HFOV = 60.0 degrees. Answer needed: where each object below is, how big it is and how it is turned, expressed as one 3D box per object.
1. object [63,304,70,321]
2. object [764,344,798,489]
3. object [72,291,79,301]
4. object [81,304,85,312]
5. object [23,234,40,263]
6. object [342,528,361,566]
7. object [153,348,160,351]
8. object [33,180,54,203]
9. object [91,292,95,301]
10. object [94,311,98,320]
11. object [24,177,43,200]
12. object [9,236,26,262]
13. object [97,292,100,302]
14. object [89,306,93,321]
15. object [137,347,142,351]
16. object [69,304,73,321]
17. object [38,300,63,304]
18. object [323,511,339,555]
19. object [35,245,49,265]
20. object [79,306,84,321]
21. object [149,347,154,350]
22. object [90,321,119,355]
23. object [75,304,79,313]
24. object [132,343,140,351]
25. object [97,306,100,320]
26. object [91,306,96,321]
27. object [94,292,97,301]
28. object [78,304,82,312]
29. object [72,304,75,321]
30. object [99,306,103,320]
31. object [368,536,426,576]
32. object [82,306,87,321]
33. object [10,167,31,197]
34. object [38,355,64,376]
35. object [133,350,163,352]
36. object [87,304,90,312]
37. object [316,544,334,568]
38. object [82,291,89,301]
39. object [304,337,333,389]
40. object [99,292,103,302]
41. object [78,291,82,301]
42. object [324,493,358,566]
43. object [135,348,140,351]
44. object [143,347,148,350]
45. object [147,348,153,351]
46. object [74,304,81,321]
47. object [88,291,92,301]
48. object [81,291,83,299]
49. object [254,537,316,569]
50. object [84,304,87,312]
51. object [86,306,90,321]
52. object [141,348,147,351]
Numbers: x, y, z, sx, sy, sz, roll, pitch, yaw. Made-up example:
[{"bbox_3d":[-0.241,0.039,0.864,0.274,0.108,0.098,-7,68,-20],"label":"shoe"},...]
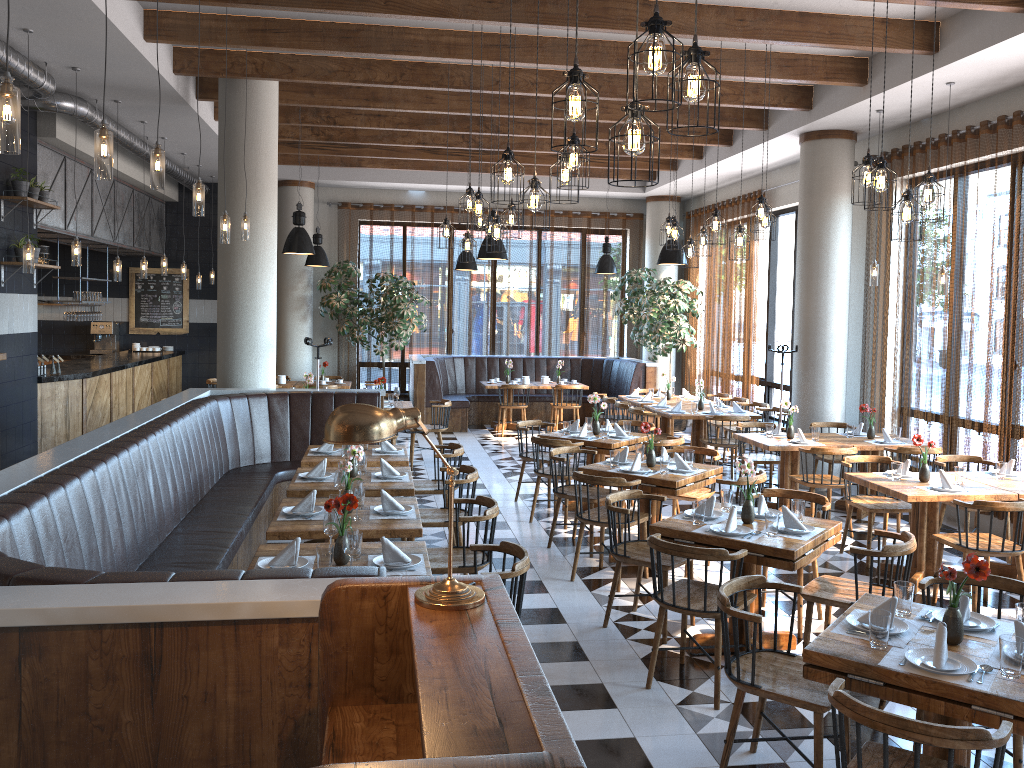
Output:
[{"bbox_3d":[-5.726,-0.917,11.393,0.081,0.215,0.081,0,3,-17],"label":"object"},{"bbox_3d":[3.051,0.381,10.060,0.374,1.655,0.375,0,3,-26],"label":"object"},{"bbox_3d":[-5.760,-1.161,11.698,0.080,0.132,0.080,2,3,21],"label":"object"},{"bbox_3d":[-5.815,-0.968,11.979,0.081,0.215,0.081,0,3,-17],"label":"object"},{"bbox_3d":[-4.874,-1.371,8.992,0.172,0.300,0.235,0,3,-19],"label":"object"},{"bbox_3d":[-0.731,0.772,4.036,0.081,0.215,0.081,0,3,-17],"label":"object"},{"bbox_3d":[-5.927,-0.568,14.761,0.079,0.066,0.099,1,4,3],"label":"object"},{"bbox_3d":[-4.902,-2.005,9.232,0.173,0.268,0.189,2,3,9],"label":"object"},{"bbox_3d":[-5.673,-1.181,11.949,0.080,0.132,0.080,2,3,21],"label":"object"},{"bbox_3d":[-5.701,-0.977,12.109,0.081,0.215,0.081,0,3,-17],"label":"object"},{"bbox_3d":[-4.861,-1.981,8.963,0.173,0.268,0.189,2,3,9],"label":"object"},{"bbox_3d":[-4.832,-1.330,8.717,0.173,0.268,0.189,2,3,9],"label":"object"},{"bbox_3d":[-5.709,-1.201,12.182,0.080,0.132,0.080,2,3,21],"label":"object"},{"bbox_3d":[-5.666,-0.957,11.882,0.081,0.215,0.081,0,3,-17],"label":"object"},{"bbox_3d":[-6.233,-0.580,14.824,0.079,0.066,0.099,1,4,3],"label":"object"},{"bbox_3d":[-5.744,-0.927,11.510,0.081,0.215,0.081,0,3,-17],"label":"object"},{"bbox_3d":[-7.723,-1.379,14.870,0.351,0.060,0.233,1,5,4],"label":"object"},{"bbox_3d":[-0.893,0.740,4.374,0.081,0.215,0.081,2,3,22],"label":"object"},{"bbox_3d":[-4.923,-1.344,9.273,0.143,0.200,0.142,0,3,-18],"label":"object"},{"bbox_3d":[-5.613,-0.926,11.530,0.081,0.215,0.081,0,3,-17],"label":"object"},{"bbox_3d":[-6.040,-0.579,14.853,0.079,0.066,0.099,1,4,3],"label":"object"},{"bbox_3d":[-6.850,-0.779,14.858,0.355,0.568,0.551,1,4,-9],"label":"object"},{"bbox_3d":[-5.780,-0.948,11.745,0.081,0.215,0.081,0,3,-17],"label":"object"},{"bbox_3d":[-6.370,-0.629,15.020,0.130,0.128,0.130,4,5,37],"label":"object"},{"bbox_3d":[-5.716,-0.986,12.211,0.081,0.215,0.081,0,3,-17],"label":"object"},{"bbox_3d":[-5.684,-0.967,11.999,0.081,0.215,0.081,0,3,-17],"label":"object"},{"bbox_3d":[-5.691,-1.191,12.065,0.080,0.132,0.080,2,3,21],"label":"object"},{"bbox_3d":[-5.798,-0.958,11.862,0.081,0.215,0.081,0,3,-17],"label":"object"},{"bbox_3d":[-5.762,-0.937,11.628,0.081,0.215,0.081,0,3,-17],"label":"object"},{"bbox_3d":[-5.732,-0.995,12.316,0.081,0.215,0.081,0,3,-17],"label":"object"},{"bbox_3d":[-0.552,0.797,4.242,0.272,0.137,0.353,1,5,-9],"label":"object"},{"bbox_3d":[-5.631,-0.936,11.648,0.081,0.215,0.081,0,3,-17],"label":"object"},{"bbox_3d":[-4.820,-1.974,8.694,0.172,0.300,0.235,0,3,-19],"label":"object"},{"bbox_3d":[-5.321,-0.212,9.893,0.421,0.203,0.600,0,5,-9],"label":"object"},{"bbox_3d":[-6.081,-0.549,14.784,0.437,0.018,0.273,0,5,-9],"label":"object"},{"bbox_3d":[-5.847,-0.987,12.191,0.081,0.215,0.081,0,3,-17],"label":"object"},{"bbox_3d":[-0.857,0.809,4.061,0.080,0.132,0.080,1,3,-9],"label":"object"},{"bbox_3d":[-5.638,-1.160,11.716,0.080,0.132,0.080,2,3,21],"label":"object"},{"bbox_3d":[-2.059,0.336,9.376,0.374,1.655,0.375,0,3,-31],"label":"object"},{"bbox_3d":[-5.726,-1.211,12.298,0.080,0.132,0.080,2,3,21],"label":"object"},{"bbox_3d":[-5.778,-1.171,11.814,0.080,0.132,0.080,2,3,21],"label":"object"},{"bbox_3d":[-0.808,0.687,4.188,0.156,0.354,0.171,0,3,-15],"label":"object"},{"bbox_3d":[-6.217,-0.571,14.716,0.079,0.066,0.099,1,4,3],"label":"object"},{"bbox_3d":[-6.137,-0.579,14.839,0.079,0.066,0.099,1,4,3],"label":"object"},{"bbox_3d":[-6.024,-0.569,14.746,0.079,0.066,0.099,1,4,3],"label":"object"},{"bbox_3d":[-5.595,-0.916,11.413,0.081,0.215,0.081,0,3,-17],"label":"object"},{"bbox_3d":[-5.656,-1.170,11.832,0.080,0.132,0.080,2,3,21],"label":"object"},{"bbox_3d":[-5.795,-1.182,11.930,0.080,0.132,0.080,2,3,21],"label":"object"},{"bbox_3d":[-1.073,0.793,4.172,0.272,0.137,0.353,1,5,-9],"label":"object"},{"bbox_3d":[-5.832,-0.978,12.089,0.081,0.215,0.081,0,3,-17],"label":"object"},{"bbox_3d":[-5.649,-0.947,11.765,0.081,0.215,0.081,0,3,-17],"label":"object"},{"bbox_3d":[-6.120,-0.570,14.731,0.079,0.066,0.099,1,4,3],"label":"object"}]
